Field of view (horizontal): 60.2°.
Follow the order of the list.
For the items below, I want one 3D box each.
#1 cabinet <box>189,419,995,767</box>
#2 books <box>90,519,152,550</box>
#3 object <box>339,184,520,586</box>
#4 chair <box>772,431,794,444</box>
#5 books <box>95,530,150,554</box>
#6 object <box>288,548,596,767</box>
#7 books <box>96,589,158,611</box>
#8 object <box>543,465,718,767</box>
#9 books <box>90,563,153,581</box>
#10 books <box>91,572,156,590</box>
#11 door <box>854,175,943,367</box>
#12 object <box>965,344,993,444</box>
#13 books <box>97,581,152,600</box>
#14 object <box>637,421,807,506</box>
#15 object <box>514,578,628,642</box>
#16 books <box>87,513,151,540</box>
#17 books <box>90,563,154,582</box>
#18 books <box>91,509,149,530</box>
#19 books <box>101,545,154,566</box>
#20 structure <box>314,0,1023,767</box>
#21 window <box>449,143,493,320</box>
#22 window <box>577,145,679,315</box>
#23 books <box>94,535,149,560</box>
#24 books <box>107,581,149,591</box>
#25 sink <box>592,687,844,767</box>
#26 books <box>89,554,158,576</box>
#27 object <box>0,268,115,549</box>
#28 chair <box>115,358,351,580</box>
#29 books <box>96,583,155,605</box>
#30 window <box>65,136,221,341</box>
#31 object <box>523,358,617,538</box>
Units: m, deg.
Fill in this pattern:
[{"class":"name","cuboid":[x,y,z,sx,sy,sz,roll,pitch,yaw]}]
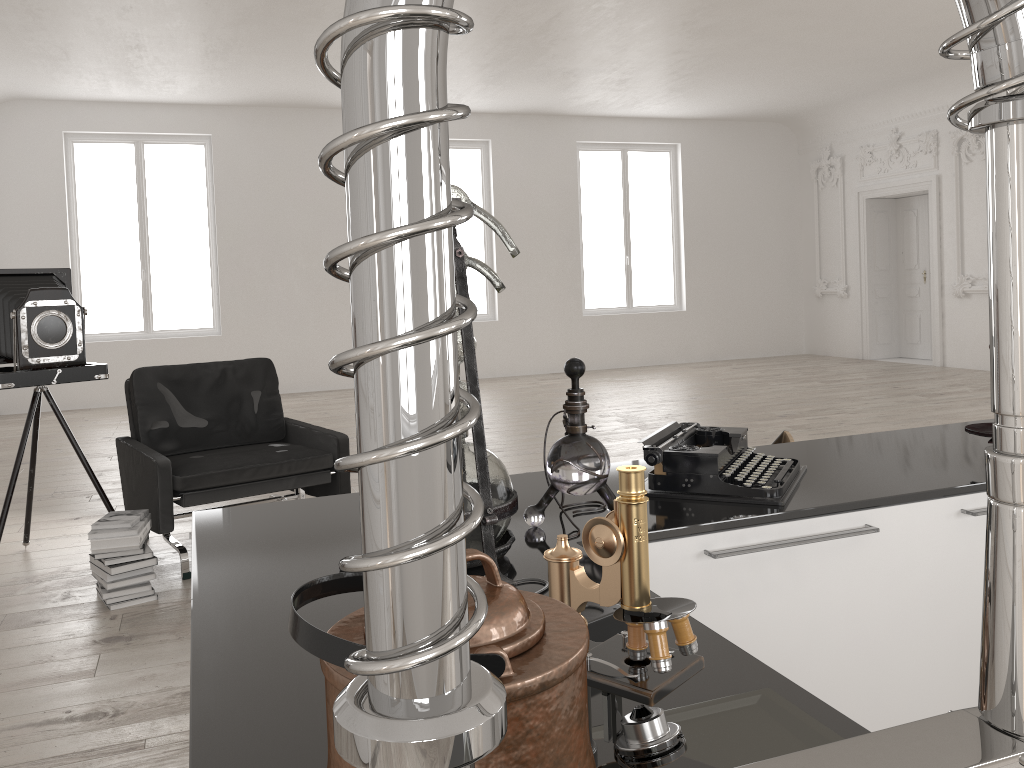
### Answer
[{"class":"cabinet","cuboid":[1.031,0.721,1.174,2.710,0.878,2.471,-4,6,-20]},{"class":"books","cuboid":[-1.745,0.670,3.957,0.199,0.041,0.312,-4,6,-13]},{"class":"object","cuboid":[-0.098,-0.040,1.493,0.318,0.649,0.295,-1,3,24]},{"class":"chair","cuboid":[0.620,0.580,3.096,0.781,0.768,0.633,0,4,25]},{"class":"books","cuboid":[-1.754,0.703,3.970,0.199,0.025,0.281,-4,7,-13]},{"class":"object","cuboid":[-0.035,0.247,0.578,0.186,0.279,0.209,-1,4,21]},{"class":"books","cuboid":[-1.736,0.949,3.983,0.199,0.025,0.277,-7,8,-36]},{"class":"object","cuboid":[0.082,0.215,0.772,0.169,0.290,0.132,0,4,40]},{"class":"books","cuboid":[-1.760,0.822,3.982,0.194,0.030,0.253,-8,8,-40]},{"class":"books","cuboid":[-1.747,0.854,3.973,0.206,0.026,0.290,-7,8,-37]},{"class":"door","cuboid":[5.794,-1.620,12.778,0.655,2.584,1.566,-3,3,-20]},{"class":"object","cuboid":[1.253,-0.080,2.161,0.168,0.489,0.515,0,5,43]},{"class":"books","cuboid":[-1.746,0.897,3.976,0.199,0.025,0.281,-6,7,-29]},{"class":"object","cuboid":[0.457,0.160,1.941,0.316,0.110,0.385,1,7,25]},{"class":"object","cuboid":[0.035,0.288,1.235,0.124,0.045,0.376,-6,7,-30]},{"class":"books","cuboid":[-1.755,0.637,3.963,0.205,0.026,0.291,-4,6,-11]},{"class":"books","cuboid":[-1.760,0.822,3.982,0.199,0.034,0.259,-8,8,-40]},{"class":"books","cuboid":[-1.763,0.610,3.984,0.172,0.022,0.244,-3,6,-5]},{"class":"books","cuboid":[-1.743,0.754,3.976,0.199,0.025,0.278,-6,7,-31]},{"class":"structure","cuboid":[0.092,0.136,0.201,0.280,0.580,0.131,-3,2,-20]},{"class":"window","cuboid":[-1.132,-2.166,12.640,1.727,2.572,0.071,-3,2,-20]},{"class":"window","cuboid":[1.810,-2.400,13.694,1.727,2.572,0.071,-3,2,-20]},{"class":"books","cuboid":[-1.751,0.728,3.975,0.199,0.025,0.275,-4,7,-18]},{"class":"books","cuboid":[-1.754,0.872,3.996,0.172,0.022,0.243,-6,7,-31]},{"class":"sink","cuboid":[0.250,0.470,0.331,0.486,0.140,1.170,-4,7,-19]},{"class":"books","cuboid":[-1.745,0.787,3.964,0.199,0.034,0.300,-8,8,-42]},{"class":"object","cuboid":[-2.456,0.159,4.571,0.713,1.517,0.655,-5,4,-45]},{"class":"chair","cuboid":[-1.542,0.377,4.789,0.976,0.960,1.089,-5,5,-34]},{"class":"books","cuboid":[-1.744,0.922,3.981,0.199,0.025,0.275,-6,8,-33]},{"class":"window","cuboid":[-4.714,-1.883,11.357,1.727,2.572,0.071,-3,2,-20]},{"class":"object","cuboid":[0.115,0.104,1.660,0.204,0.311,0.222,-4,4,-21]}]
